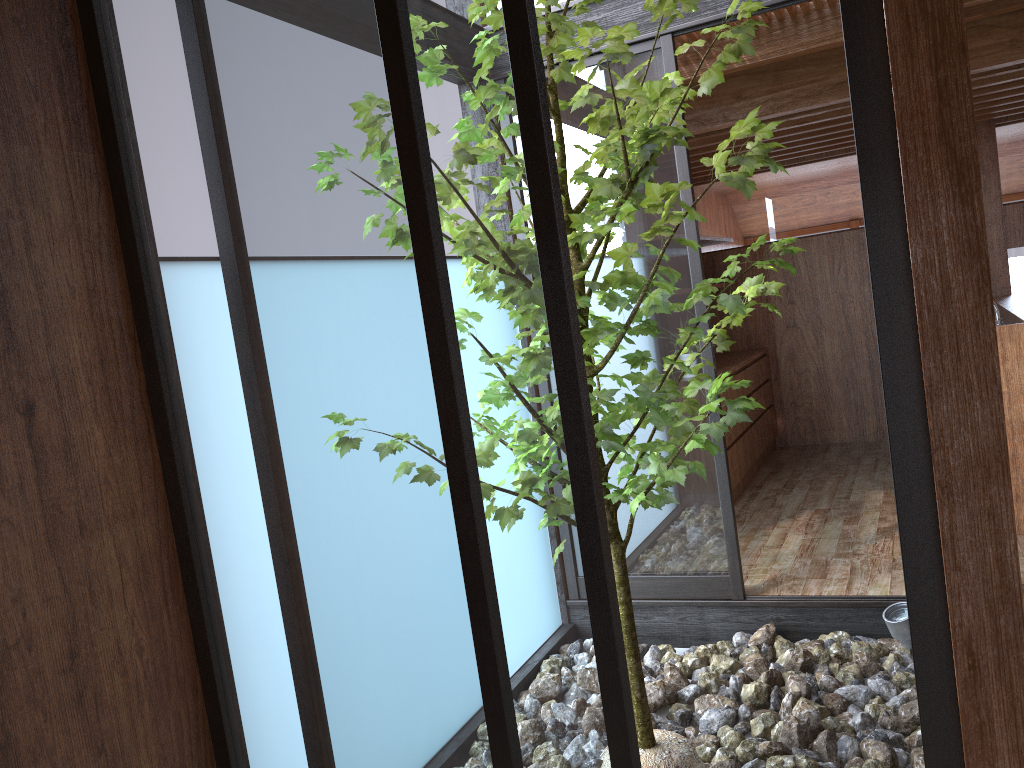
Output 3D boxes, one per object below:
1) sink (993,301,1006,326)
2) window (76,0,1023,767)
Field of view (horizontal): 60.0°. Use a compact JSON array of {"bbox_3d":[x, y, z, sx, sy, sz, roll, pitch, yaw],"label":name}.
[{"bbox_3d":[2.503,-0.325,5.074,0.554,0.423,2.471,-6,5,25],"label":"sink"},{"bbox_3d":[1.131,-1.172,1.638,4.080,5.135,14.040,-6,5,25],"label":"window"}]
